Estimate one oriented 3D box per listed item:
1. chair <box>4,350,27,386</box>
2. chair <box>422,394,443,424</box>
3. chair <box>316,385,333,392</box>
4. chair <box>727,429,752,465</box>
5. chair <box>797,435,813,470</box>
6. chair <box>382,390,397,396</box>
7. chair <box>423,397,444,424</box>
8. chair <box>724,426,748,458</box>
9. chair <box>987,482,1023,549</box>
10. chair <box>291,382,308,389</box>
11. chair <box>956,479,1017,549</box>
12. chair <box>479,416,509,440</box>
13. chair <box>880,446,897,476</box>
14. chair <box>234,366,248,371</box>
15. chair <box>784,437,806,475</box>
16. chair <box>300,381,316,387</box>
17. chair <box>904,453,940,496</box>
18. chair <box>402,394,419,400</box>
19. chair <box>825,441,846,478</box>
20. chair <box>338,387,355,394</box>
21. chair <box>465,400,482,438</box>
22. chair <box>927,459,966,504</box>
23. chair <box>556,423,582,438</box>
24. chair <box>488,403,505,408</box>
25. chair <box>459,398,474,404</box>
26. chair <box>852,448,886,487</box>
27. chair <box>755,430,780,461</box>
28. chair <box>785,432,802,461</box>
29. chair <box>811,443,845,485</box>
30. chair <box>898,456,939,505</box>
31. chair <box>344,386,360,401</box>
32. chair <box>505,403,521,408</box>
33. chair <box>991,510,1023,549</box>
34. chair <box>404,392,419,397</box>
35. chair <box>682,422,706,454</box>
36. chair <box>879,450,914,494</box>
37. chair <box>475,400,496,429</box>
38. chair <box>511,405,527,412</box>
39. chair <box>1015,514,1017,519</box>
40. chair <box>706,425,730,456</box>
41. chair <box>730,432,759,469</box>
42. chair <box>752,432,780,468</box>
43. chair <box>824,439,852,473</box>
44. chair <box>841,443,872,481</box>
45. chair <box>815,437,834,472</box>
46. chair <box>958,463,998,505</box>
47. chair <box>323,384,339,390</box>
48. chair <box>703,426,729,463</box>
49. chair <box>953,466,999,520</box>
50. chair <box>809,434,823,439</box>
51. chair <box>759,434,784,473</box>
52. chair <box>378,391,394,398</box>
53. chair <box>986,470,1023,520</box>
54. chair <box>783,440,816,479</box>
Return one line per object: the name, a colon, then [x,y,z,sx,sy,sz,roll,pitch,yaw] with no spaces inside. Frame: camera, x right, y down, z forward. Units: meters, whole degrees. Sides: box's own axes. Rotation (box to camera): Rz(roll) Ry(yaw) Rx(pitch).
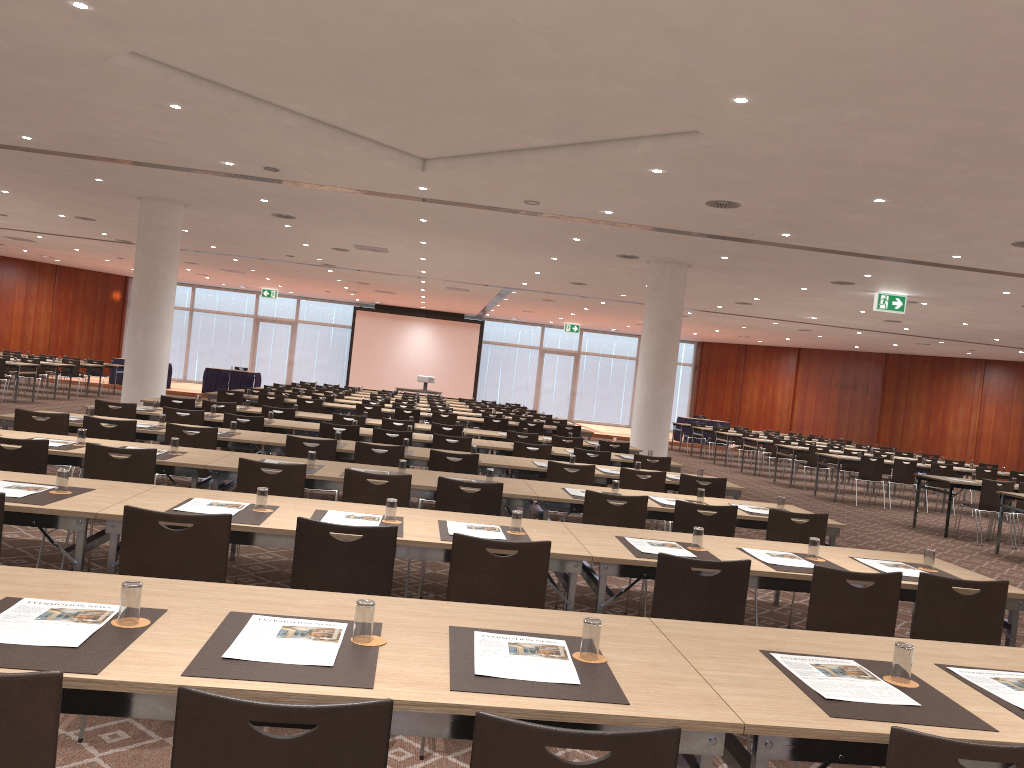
chair: [-13.662,-0.436,24.310,0.536,0.939,0.613,6,1,-8]
chair: [-2.255,0.781,25.470,0.535,0.939,0.613,6,1,-3]
chair: [-4.912,0.509,23.109,0.536,0.939,0.613,6,1,-7]
chair: [6.275,1.701,24.357,0.536,0.939,0.613,6,1,-4]
chair: [7.957,1.881,24.472,0.536,0.939,0.613,6,1,-7]
chair: [-3.526,0.645,25.296,0.536,0.939,0.613,6,1,-5]
chair: [-2.057,0.813,23.403,0.535,0.939,0.613,6,1,-3]
chair: [6.727,1.738,26.414,0.535,0.939,0.613,6,1,-4]
chair: [7.387,1.885,12.856,0.536,0.939,0.613,6,1,-7]
chair: [-5.560,0.439,23.119,0.536,0.939,0.613,6,1,-8]
chair: [6.853,1.828,12.726,0.536,0.939,0.613,6,1,-6]
chair: [-0.338,1.041,15.576,0.536,0.939,0.613,6,1,-8]
chair: [9.434,2.050,22.532,0.535,0.939,0.613,6,1,-5]
chair: [-8.994,-0.091,29.175,0.535,0.939,0.613,6,1,-3]
chair: [7.083,1.799,22.371,0.536,0.939,0.613,6,1,-9]
chair: [-5.789,0.404,25.063,0.535,0.939,0.613,6,1,-3]
chair: [9.613,2.080,20.682,0.536,0.939,0.613,6,1,-8]
chair: [-2.703,0.744,23.371,0.535,0.939,0.613,6,1,-3]
chair: [8.154,1.913,22.541,0.536,0.939,0.613,6,1,-4]
chair: [-4.341,0.570,23.202,0.535,0.939,0.613,6,1,-3]
chair: [-1.064,0.919,23.583,0.536,0.939,0.613,6,1,-4]
chair: [9.163,2.043,18.626,0.536,0.939,0.613,6,1,-4]
chair: [0.949,1.178,15.751,0.535,0.939,0.613,6,1,-3]
chair: [-0.464,0.983,23.568,0.536,0.939,0.613,6,1,-5]
chair: [-1.366,0.876,25.484,0.536,0.939,0.613,6,1,-7]
chair: [8.299,1.940,20.487,0.536,0.939,0.613,6,1,-4]
chair: [7.648,1.837,26.368,0.536,0.939,0.613,6,1,-8]
chair: [8.351,1.912,26.522,0.536,0.939,0.613,6,1,-8]
chair: [7.282,1.832,20.300,0.536,0.939,0.613,6,1,-8]
chair: [8.490,1.972,18.415,0.536,0.939,0.613,6,1,-7]
chair: [-4.574,0.534,25.153,0.536,0.939,0.613,6,1,-8]
chair: [-0.027,1.019,25.623,0.535,0.939,0.613,6,1,-3]
chair: [7.453,1.892,12.863,0.536,0.939,0.613,6,1,-9]
chair: [-2.914,0.711,25.325,0.536,0.939,0.613,6,1,-7]
chair: [5.401,1.598,26.136,0.535,0.939,0.613,6,1,-4]
chair: [8.924,2.007,20.470,0.536,0.939,0.613,6,1,-4]
chair: [-0.727,0.944,25.628,0.536,0.939,0.613,6,1,-7]
chair: [0.117,1.045,23.662,0.536,0.939,0.613,6,1,-6]
chair: [9.933,2.137,16.636,0.535,0.939,0.613,6,1,-3]
chair: [6.153,1.677,26.295,0.536,0.939,0.613,6,1,-8]
chair: [5.901,1.673,22.309,0.536,0.939,0.613,6,1,-7]
chair: [7.007,1.780,24.292,0.536,0.939,0.613,6,1,-7]
chair: [9.118,2.004,24.651,0.535,0.939,0.613,6,1,-4]
chair: [8.810,1.983,22.550,0.536,0.939,0.613,6,1,-8]
chair: [8.531,1.943,24.449,0.536,0.939,0.613,6,1,-6]
chair: [9.816,2.113,18.552,0.536,0.939,0.613,6,1,-6]
chair: [-5.155,0.471,25.171,0.536,0.939,0.613,6,1,-5]
chair: [5.606,1.630,24.229,0.535,0.939,0.613,6,1,-3]
chair: [8.722,2.007,16.570,0.536,0.939,0.613,6,1,-6]
chair: [8.960,1.977,26.503,0.536,0.939,0.613,6,1,-6]
chair: [6.502,1.738,22.230,0.536,0.939,0.613,6,1,-5]
chair: [-3.348,0.675,23.347,0.536,0.939,0.613,6,1,-4]
chair: [9.302,2.070,16.489,0.536,0.939,0.613,6,1,-7]
chair: [6.639,1.763,20.316,0.536,0.939,0.613,6,1,-8]
